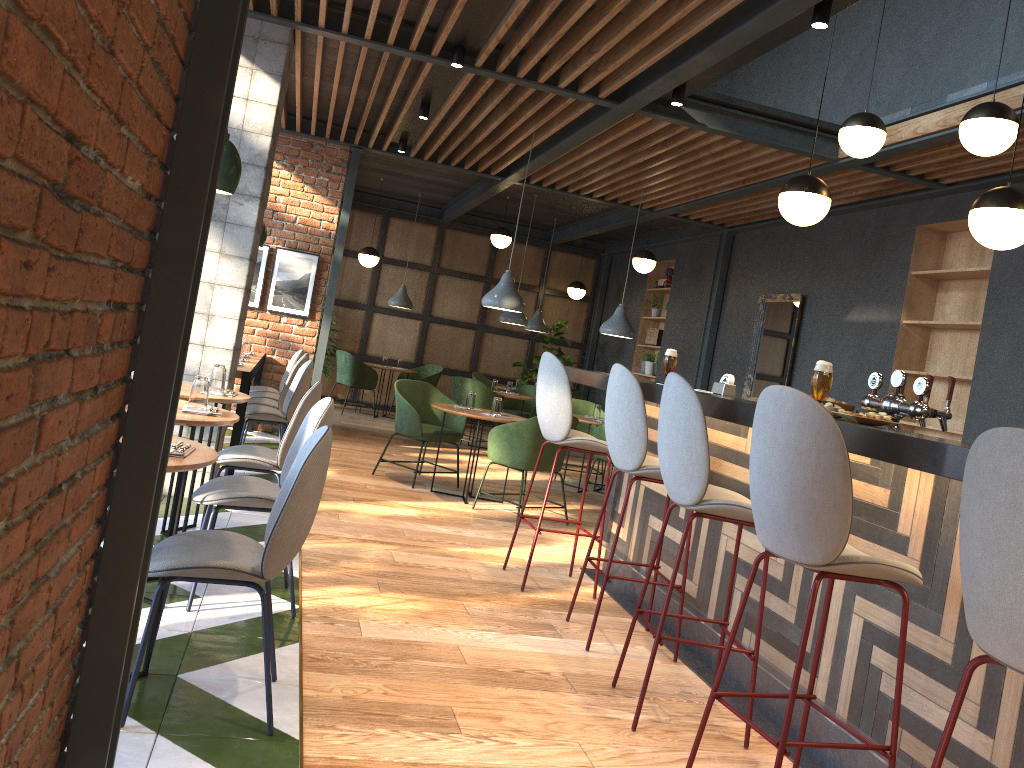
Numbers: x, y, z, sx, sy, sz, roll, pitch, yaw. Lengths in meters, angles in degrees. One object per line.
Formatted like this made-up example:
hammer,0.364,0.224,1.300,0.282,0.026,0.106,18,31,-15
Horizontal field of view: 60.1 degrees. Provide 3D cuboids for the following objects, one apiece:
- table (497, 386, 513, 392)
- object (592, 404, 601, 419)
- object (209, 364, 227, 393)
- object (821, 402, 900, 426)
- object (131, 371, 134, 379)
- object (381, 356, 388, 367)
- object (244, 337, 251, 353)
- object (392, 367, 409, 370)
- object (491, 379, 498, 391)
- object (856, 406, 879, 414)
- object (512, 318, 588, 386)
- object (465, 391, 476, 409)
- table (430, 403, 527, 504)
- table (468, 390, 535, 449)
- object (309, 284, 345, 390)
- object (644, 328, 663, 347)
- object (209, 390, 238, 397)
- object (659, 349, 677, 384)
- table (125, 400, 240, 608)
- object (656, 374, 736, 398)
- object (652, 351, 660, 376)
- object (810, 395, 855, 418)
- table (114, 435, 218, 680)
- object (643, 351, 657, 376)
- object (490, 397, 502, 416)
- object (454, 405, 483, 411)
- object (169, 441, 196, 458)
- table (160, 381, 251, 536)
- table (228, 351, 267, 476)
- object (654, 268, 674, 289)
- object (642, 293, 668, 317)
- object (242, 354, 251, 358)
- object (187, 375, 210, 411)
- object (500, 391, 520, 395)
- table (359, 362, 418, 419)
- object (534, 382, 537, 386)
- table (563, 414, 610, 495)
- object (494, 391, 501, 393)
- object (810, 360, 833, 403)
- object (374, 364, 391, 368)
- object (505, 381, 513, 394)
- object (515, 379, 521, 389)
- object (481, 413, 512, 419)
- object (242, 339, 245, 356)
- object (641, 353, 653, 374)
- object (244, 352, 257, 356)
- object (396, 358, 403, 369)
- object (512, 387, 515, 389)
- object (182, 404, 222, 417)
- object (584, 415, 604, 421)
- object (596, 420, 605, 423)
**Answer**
table,0.105,0.430,12.221,0.806,0.687,0.809,10,1,-14
object,0.838,0.271,8.727,0.080,0.138,0.080,10,0,38
object,-1.492,-0.032,4.500,0.080,0.138,0.080,10,0,44
object,1.144,0.103,2.951,0.164,0.052,0.292,10,2,-5
object,-1.561,-0.007,3.577,0.080,0.138,0.080,10,0,-4
object,-1.729,-0.308,12.024,0.080,0.138,0.080,10,0,-35
object,-2.423,-0.354,8.078,0.080,0.138,0.080,10,0,-41
object,-1.530,-0.215,12.249,0.244,0.019,0.157,12,3,42
object,-0.205,0.019,10.490,0.080,0.138,0.080,10,0,24
object,1.223,0.108,3.066,0.078,0.060,0.108,10,2,-6
object,0.530,-0.087,12.980,1.056,1.795,0.722,10,0,-3
object,-0.331,0.129,7.130,0.080,0.138,0.080,10,0,-32
table,-0.300,0.563,7.037,0.809,0.687,0.806,10,1,17
table,-0.186,0.443,10.599,0.810,0.687,0.805,10,1,28
object,-2.772,-0.595,12.140,0.917,1.723,0.974,10,0,41
object,1.928,-0.609,11.709,0.198,0.241,0.341,10,1,-19
object,-1.478,0.039,4.482,0.157,0.019,0.243,10,2,-9
object,0.768,-0.084,4.331,0.070,0.178,0.070,10,0,-10
table,-1.530,0.454,3.592,0.702,0.747,0.697,10,1,28
object,0.999,0.023,3.654,0.321,0.106,1.513,10,2,-11
object,1.893,-0.271,11.436,0.143,0.350,0.143,10,0,3
object,1.138,0.081,3.215,0.168,0.072,0.168,10,2,6
table,-1.293,0.534,2.607,0.702,0.747,0.697,10,1,32
object,1.833,-0.280,11.669,0.213,0.329,0.233,10,0,-8
object,-0.122,0.173,6.935,0.080,0.138,0.080,10,0,-32
object,-0.344,0.193,7.161,0.242,0.019,0.158,8,3,-45
object,-1.039,0.188,2.641,0.157,0.019,0.243,10,2,-10
table,-1.739,0.383,4.458,0.699,0.747,0.700,10,1,-4
table,-2.454,0.139,7.237,0.657,0.765,2.779,10,2,-14
object,2.057,-1.382,11.667,0.203,0.285,0.518,10,2,-14
object,1.944,-1.042,11.730,0.173,0.329,0.539,10,1,-35
object,-2.298,-0.243,7.524,0.157,0.019,0.243,9,2,-14
object,-1.294,0.036,3.675,0.080,0.138,0.080,10,0,26
object,-0.011,0.111,10.720,0.244,0.019,0.157,12,3,41
table,-1.753,0.108,12.152,0.810,0.687,0.805,10,1,26
object,0.334,0.047,12.161,0.080,0.138,0.080,10,0,-6
table,0.814,0.698,8.574,0.810,0.687,0.804,11,1,35
object,-0.241,0.080,10.480,0.244,0.019,0.157,12,3,41
object,1.022,0.013,2.936,0.070,0.183,0.070,10,0,6
object,-1.764,-0.247,12.014,0.244,0.019,0.157,12,3,42
object,-0.031,0.040,10.716,0.080,0.138,0.080,10,0,24
object,0.084,-0.002,12.297,0.080,0.138,0.080,10,0,-36
object,-0.126,0.241,6.909,0.242,0.019,0.158,8,3,-45
object,-2.314,-0.314,7.540,0.080,0.138,0.080,10,0,-41
object,1.815,-0.274,11.885,0.172,0.295,0.191,10,0,-40
object,-2.407,-0.283,8.063,0.157,0.019,0.243,9,2,-14
object,-1.550,-0.285,12.247,0.080,0.138,0.080,10,0,-35
object,0.059,0.060,12.318,0.158,0.019,0.242,11,3,31
object,-1.278,0.106,3.661,0.157,0.019,0.243,9,2,-17
object,0.841,0.337,8.754,0.242,0.019,0.158,9,2,-15
object,0.907,0.361,8.426,0.242,0.019,0.158,9,2,-15
